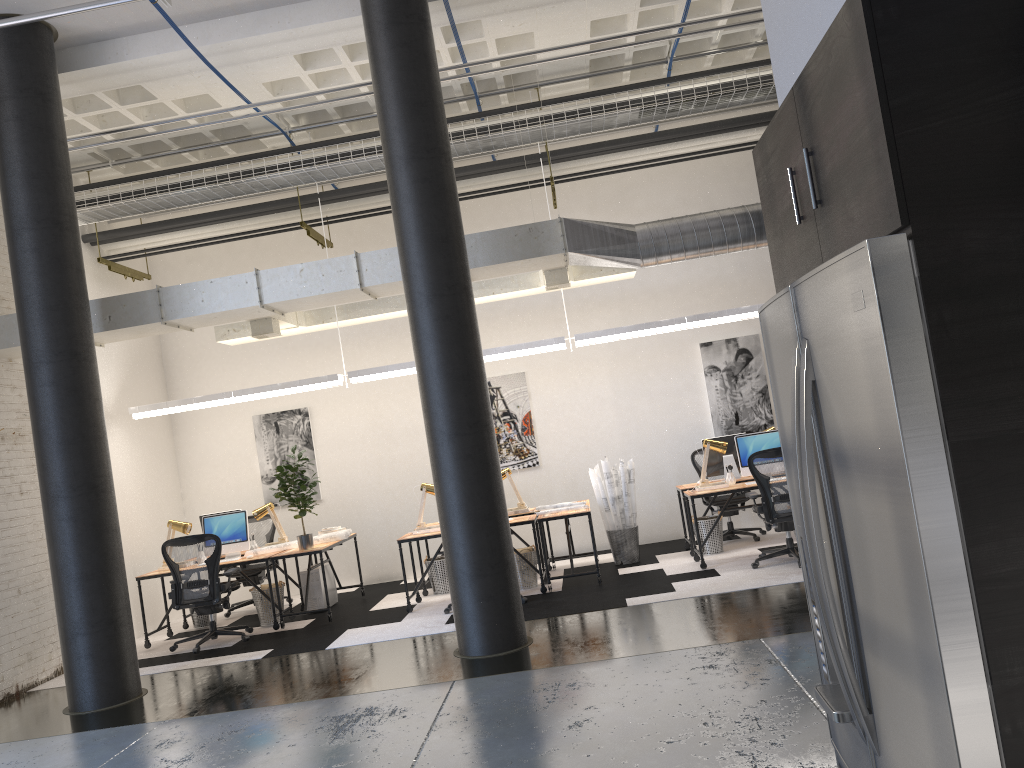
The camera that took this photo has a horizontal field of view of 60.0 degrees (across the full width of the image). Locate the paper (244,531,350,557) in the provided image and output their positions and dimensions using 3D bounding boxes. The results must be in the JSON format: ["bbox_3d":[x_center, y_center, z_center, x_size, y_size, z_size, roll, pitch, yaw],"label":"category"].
[{"bbox_3d":[-2.263,1.686,9.335,1.133,0.082,0.083,-8,-3,-21],"label":"paper"}]

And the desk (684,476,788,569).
[{"bbox_3d":[2.476,1.339,8.776,1.401,0.724,0.529,-9,-3,4],"label":"desk"}]

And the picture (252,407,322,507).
[{"bbox_3d":[-2.851,0.934,11.245,0.731,1.182,0.049,-9,-3,4],"label":"picture"}]

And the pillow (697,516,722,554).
[{"bbox_3d":[2.091,1.596,9.368,0.239,0.406,0.120,-9,-3,5],"label":"pillow"}]

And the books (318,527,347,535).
[{"bbox_3d":[-2.027,1.660,10.006,0.257,0.044,0.193,-10,-4,21],"label":"books"}]

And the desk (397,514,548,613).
[{"bbox_3d":[-0.381,1.797,8.937,1.401,0.724,0.529,-9,-3,4],"label":"desk"}]

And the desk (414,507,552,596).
[{"bbox_3d":[-0.310,1.837,9.780,1.401,0.724,0.529,-9,-3,4],"label":"desk"}]

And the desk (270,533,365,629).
[{"bbox_3d":[-2.035,2.067,9.462,0.529,0.724,1.401,-9,-3,4],"label":"desk"}]

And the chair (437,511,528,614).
[{"bbox_3d":[-0.351,1.584,8.455,0.770,1.085,0.793,-8,-3,-12],"label":"chair"}]

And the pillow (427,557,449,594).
[{"bbox_3d":[-0.766,2.055,9.528,0.239,0.406,0.120,-9,-3,5],"label":"pillow"}]

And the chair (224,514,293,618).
[{"bbox_3d":[-3.042,2.106,10.444,0.770,1.085,0.793,-8,-3,-12],"label":"chair"}]

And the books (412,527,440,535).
[{"bbox_3d":[-0.848,1.492,9.082,0.309,0.038,0.225,-9,-3,4],"label":"books"}]

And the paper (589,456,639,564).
[{"bbox_3d":[1.148,1.363,9.684,0.440,1.197,0.413,-8,-3,-18],"label":"paper"}]

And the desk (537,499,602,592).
[{"bbox_3d":[0.612,1.663,9.296,0.529,0.724,1.401,-9,-3,4],"label":"desk"}]

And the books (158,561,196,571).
[{"bbox_3d":[-3.495,1.897,9.249,0.309,0.038,0.225,-9,-3,4],"label":"books"}]

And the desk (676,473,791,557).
[{"bbox_3d":[2.547,1.378,9.620,1.401,0.724,0.529,-9,-3,4],"label":"desk"}]

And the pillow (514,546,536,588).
[{"bbox_3d":[0.125,1.894,9.174,0.239,0.406,0.120,-9,-3,5],"label":"pillow"}]

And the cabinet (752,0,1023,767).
[{"bbox_3d":[-0.855,0.580,0.192,4.232,2.313,4.278,-9,-3,4],"label":"cabinet"}]

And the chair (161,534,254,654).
[{"bbox_3d":[-2.999,1.988,8.621,0.770,1.085,0.793,-8,-3,-12],"label":"chair"}]

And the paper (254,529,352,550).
[{"bbox_3d":[-2.249,1.694,9.502,1.133,0.082,0.083,-7,-4,-31],"label":"paper"}]

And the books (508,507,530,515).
[{"bbox_3d":[0.038,1.389,9.668,0.309,0.038,0.225,-9,-3,4],"label":"books"}]

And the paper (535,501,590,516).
[{"bbox_3d":[0.513,1.282,9.194,0.568,0.061,0.626,-9,-3,1],"label":"paper"}]

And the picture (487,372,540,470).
[{"bbox_3d":[-0.108,0.491,11.049,0.731,1.182,0.049,-9,-3,4],"label":"picture"}]

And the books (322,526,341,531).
[{"bbox_3d":[-2.034,1.628,9.993,0.185,0.030,0.153,-9,-3,2],"label":"books"}]

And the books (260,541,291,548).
[{"bbox_3d":[-2.609,1.793,9.835,0.309,0.038,0.225,-9,-3,4],"label":"books"}]

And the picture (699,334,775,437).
[{"bbox_3d":[2.748,0.029,10.844,0.731,1.182,0.049,-9,-3,4],"label":"picture"}]

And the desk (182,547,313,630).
[{"bbox_3d":[-2.957,2.242,9.946,1.401,0.724,0.529,-9,-3,4],"label":"desk"}]

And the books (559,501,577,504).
[{"bbox_3d":[0.568,1.326,9.811,0.205,0.019,0.243,-12,-5,41],"label":"books"}]

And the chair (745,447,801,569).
[{"bbox_3d":[2.506,1.125,8.295,0.770,1.085,0.793,-8,-3,-12],"label":"chair"}]

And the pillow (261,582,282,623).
[{"bbox_3d":[-2.523,2.298,9.340,0.239,0.406,0.120,-9,-3,5],"label":"pillow"}]

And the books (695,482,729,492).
[{"bbox_3d":[2.009,1.034,8.922,0.309,0.038,0.225,-9,-3,4],"label":"books"}]

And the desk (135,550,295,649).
[{"bbox_3d":[-3.029,2.202,9.103,1.401,0.724,0.529,-9,-3,4],"label":"desk"}]

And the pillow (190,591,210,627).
[{"bbox_3d":[-3.413,2.459,9.694,0.239,0.406,0.120,-9,-3,5],"label":"pillow"}]

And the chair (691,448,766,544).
[{"bbox_3d":[2.462,1.243,10.117,0.770,1.085,0.793,-8,-3,-12],"label":"chair"}]

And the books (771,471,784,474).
[{"bbox_3d":[2.895,0.930,9.508,0.309,0.038,0.225,-9,-3,4],"label":"books"}]
